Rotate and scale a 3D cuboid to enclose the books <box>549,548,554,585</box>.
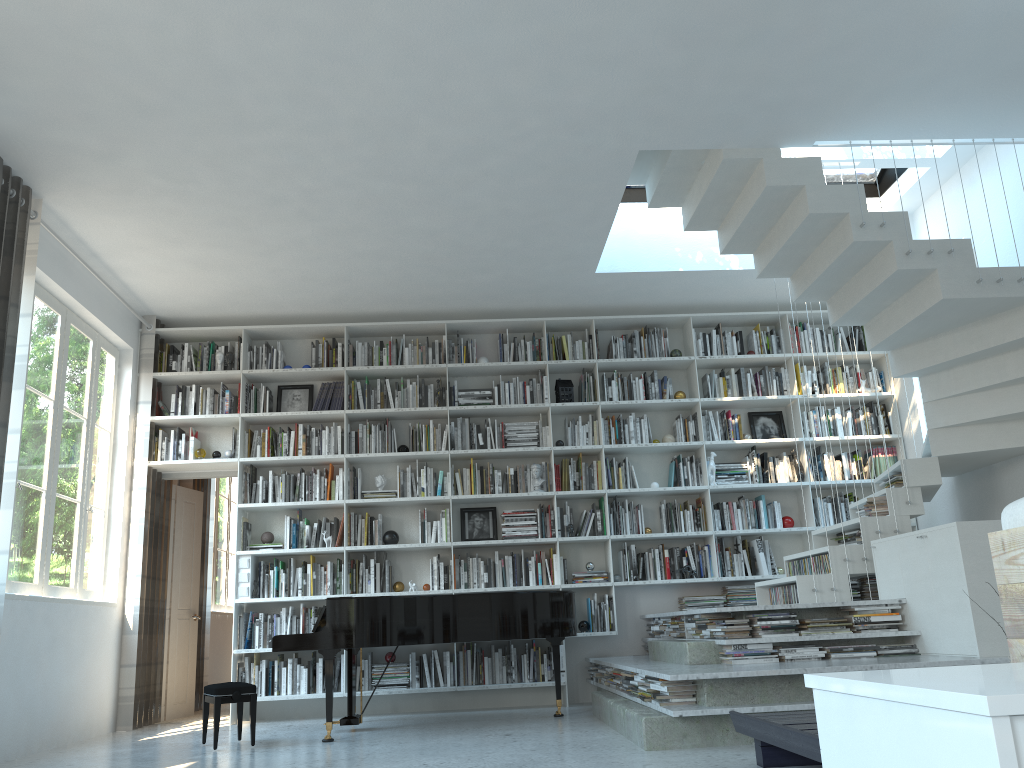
[{"bbox_3d":[0.323,1.489,7.195,0.011,0.299,0.149,-2,-15,-3],"label":"books"}]

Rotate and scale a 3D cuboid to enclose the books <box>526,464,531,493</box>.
[{"bbox_3d":[0.135,0.807,7.366,0.024,0.258,0.127,-2,-15,-3],"label":"books"}]

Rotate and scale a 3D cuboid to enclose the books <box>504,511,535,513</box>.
[{"bbox_3d":[0.055,1.061,7.290,0.254,0.012,0.161,-1,-16,-6],"label":"books"}]

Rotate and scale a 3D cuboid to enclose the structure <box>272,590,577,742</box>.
[{"bbox_3d":[-0.485,1.833,5.893,1.918,0.830,1.339,-2,-15,-3],"label":"structure"}]

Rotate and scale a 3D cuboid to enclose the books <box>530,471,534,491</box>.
[{"bbox_3d":[0.165,0.833,7.358,0.035,0.201,0.149,-2,-15,-3],"label":"books"}]

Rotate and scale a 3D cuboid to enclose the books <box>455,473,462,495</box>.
[{"bbox_3d":[-0.438,0.846,7.311,0.053,0.208,0.156,-2,-15,-3],"label":"books"}]

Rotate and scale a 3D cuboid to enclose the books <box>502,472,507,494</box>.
[{"bbox_3d":[-0.065,0.844,7.352,0.050,0.198,0.146,-2,-15,-3],"label":"books"}]

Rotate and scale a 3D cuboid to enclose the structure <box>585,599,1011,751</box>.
[{"bbox_3d":[1.984,1.762,5.723,2.899,0.657,3.122,-2,-16,-3],"label":"structure"}]

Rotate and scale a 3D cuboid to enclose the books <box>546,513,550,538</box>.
[{"bbox_3d":[0.291,1.178,7.280,0.021,0.216,0.132,-2,-15,-3],"label":"books"}]

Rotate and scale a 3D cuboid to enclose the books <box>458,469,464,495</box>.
[{"bbox_3d":[-0.421,0.832,7.328,0.042,0.241,0.162,-2,-15,-3],"label":"books"}]

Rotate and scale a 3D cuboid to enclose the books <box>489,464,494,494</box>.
[{"bbox_3d":[-0.170,0.807,7.328,0.028,0.267,0.190,-2,-15,-3],"label":"books"}]

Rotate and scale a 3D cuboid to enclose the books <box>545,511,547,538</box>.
[{"bbox_3d":[0.274,1.171,7.283,0.013,0.232,0.134,-2,-15,-3],"label":"books"}]

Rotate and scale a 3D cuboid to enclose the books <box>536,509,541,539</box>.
[{"bbox_3d":[0.216,1.159,7.269,0.012,0.253,0.161,-2,-15,-3],"label":"books"}]

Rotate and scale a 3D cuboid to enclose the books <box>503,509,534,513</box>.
[{"bbox_3d":[0.054,1.048,7.291,0.254,0.012,0.161,-3,-16,0],"label":"books"}]

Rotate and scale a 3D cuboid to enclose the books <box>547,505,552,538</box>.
[{"bbox_3d":[0.306,1.143,7.273,0.011,0.278,0.186,-2,-15,-3],"label":"books"}]

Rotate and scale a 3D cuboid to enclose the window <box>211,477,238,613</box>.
[{"bbox_3d":[-3.249,1.494,9.765,0.073,2.003,1.989,-2,-15,-3],"label":"window"}]

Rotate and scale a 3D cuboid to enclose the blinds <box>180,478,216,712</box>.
[{"bbox_3d":[-3.000,1.407,8.400,0.140,3.221,0.778,-2,-15,-3],"label":"blinds"}]

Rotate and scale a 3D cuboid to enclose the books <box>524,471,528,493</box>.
[{"bbox_3d":[0.113,0.835,7.364,0.022,0.206,0.114,-2,-15,-3],"label":"books"}]

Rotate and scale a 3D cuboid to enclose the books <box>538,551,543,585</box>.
[{"bbox_3d":[0.233,1.502,7.196,0.010,0.283,0.132,-2,-15,-3],"label":"books"}]

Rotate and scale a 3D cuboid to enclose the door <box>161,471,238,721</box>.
[{"bbox_3d":[-2.593,1.796,7.532,0.834,1.974,0.789,-2,-15,-3],"label":"door"}]

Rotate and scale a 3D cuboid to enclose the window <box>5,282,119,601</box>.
[{"bbox_3d":[-3.052,0.419,5.938,0.073,2.003,1.989,-2,-15,-3],"label":"window"}]

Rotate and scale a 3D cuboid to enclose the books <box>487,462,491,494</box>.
[{"bbox_3d":[-0.191,0.803,7.343,0.013,0.283,0.177,-2,-15,-3],"label":"books"}]

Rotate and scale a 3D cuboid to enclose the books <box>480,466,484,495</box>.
[{"bbox_3d":[-0.249,0.822,7.355,0.028,0.258,0.135,-2,-15,-3],"label":"books"}]

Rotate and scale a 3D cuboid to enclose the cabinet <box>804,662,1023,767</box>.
[{"bbox_3d":[0.663,0.608,1.079,0.380,0.485,0.504,-2,-15,-3],"label":"cabinet"}]

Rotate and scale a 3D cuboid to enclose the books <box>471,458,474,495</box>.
[{"bbox_3d":[-0.328,0.785,7.316,0.014,0.316,0.188,-2,-15,-3],"label":"books"}]

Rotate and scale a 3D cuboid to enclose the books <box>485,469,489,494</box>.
[{"bbox_3d":[-0.209,0.829,7.342,0.025,0.235,0.137,-2,-15,-3],"label":"books"}]

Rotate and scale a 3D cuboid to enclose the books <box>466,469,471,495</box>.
[{"bbox_3d":[-0.360,0.832,7.335,0.029,0.239,0.156,-2,-15,-3],"label":"books"}]

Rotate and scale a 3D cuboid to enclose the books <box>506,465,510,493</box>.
[{"bbox_3d":[-0.034,0.811,7.352,0.014,0.258,0.162,-2,-15,-3],"label":"books"}]

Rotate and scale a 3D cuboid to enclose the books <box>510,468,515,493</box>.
[{"bbox_3d":[-0.002,0.823,7.335,0.029,0.223,0.186,-2,-15,-3],"label":"books"}]

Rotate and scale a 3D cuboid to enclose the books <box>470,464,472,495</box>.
[{"bbox_3d":[-0.341,0.814,7.353,0.010,0.283,0.137,-2,-15,-3],"label":"books"}]

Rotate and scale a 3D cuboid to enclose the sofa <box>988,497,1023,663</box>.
[{"bbox_3d":[1.950,0.385,1.184,2.194,0.851,0.874,-2,-15,-3],"label":"sofa"}]

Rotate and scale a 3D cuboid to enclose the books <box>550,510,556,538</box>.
[{"bbox_3d":[0.330,1.163,7.258,0.034,0.228,0.200,-2,-15,-3],"label":"books"}]

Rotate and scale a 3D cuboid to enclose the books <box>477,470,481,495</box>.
[{"bbox_3d":[-0.274,0.836,7.344,0.024,0.228,0.148,-2,-15,-3],"label":"books"}]

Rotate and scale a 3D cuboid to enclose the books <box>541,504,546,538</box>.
[{"bbox_3d":[0.261,1.143,7.283,0.011,0.287,0.152,-2,-15,-3],"label":"books"}]

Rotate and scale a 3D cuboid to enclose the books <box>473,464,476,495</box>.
[{"bbox_3d":[-0.313,0.809,7.310,0.015,0.266,0.189,-2,-15,-3],"label":"books"}]

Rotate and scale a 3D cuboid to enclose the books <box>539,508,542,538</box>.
[{"bbox_3d":[0.228,1.155,7.267,0.011,0.260,0.185,-2,-15,-3],"label":"books"}]

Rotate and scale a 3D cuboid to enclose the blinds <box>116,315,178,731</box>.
[{"bbox_3d":[-2.941,1.088,7.264,0.140,3.221,0.778,-2,-15,-3],"label":"blinds"}]

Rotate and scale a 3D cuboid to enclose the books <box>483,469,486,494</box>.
[{"bbox_3d":[-0.227,0.831,7.333,0.012,0.227,0.170,-2,-15,-3],"label":"books"}]

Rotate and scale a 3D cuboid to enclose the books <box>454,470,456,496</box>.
[{"bbox_3d":[-0.472,0.841,7.337,0.011,0.234,0.142,-2,-15,-3],"label":"books"}]

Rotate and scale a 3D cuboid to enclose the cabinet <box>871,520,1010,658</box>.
[{"bbox_3d":[2.507,1.152,4.945,0.551,0.665,0.996,-2,-15,-3],"label":"cabinet"}]

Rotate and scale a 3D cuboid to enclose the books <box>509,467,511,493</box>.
[{"bbox_3d":[-0.022,0.822,7.346,0.010,0.233,0.175,-2,-15,-3],"label":"books"}]

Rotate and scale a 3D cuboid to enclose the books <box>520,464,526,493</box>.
[{"bbox_3d":[0.090,0.806,7.354,0.025,0.258,0.151,-2,-15,-3],"label":"books"}]

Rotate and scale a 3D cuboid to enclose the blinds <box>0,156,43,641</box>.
[{"bbox_3d":[-2.802,0.331,4.570,0.140,3.221,0.778,-2,-15,-3],"label":"blinds"}]

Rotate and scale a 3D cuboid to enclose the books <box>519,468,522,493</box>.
[{"bbox_3d":[0.065,0.826,7.367,0.025,0.229,0.143,-2,-15,-3],"label":"books"}]

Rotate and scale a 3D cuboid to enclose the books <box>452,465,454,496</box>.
[{"bbox_3d":[-0.484,0.819,7.344,0.010,0.281,0.140,-2,-15,-3],"label":"books"}]

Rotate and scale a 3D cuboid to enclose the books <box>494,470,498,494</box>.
[{"bbox_3d":[-0.132,0.834,7.337,0.024,0.216,0.176,-2,-15,-3],"label":"books"}]

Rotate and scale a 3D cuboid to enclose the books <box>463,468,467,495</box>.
[{"bbox_3d":[-0.388,0.831,7.340,0.026,0.247,0.139,-2,-15,-3],"label":"books"}]

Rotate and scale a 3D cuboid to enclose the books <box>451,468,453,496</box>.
[{"bbox_3d":[-0.494,0.830,7.330,0.012,0.253,0.161,-2,-15,-3],"label":"books"}]

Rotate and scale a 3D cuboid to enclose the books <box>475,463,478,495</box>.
[{"bbox_3d":[-0.291,0.806,7.327,0.010,0.280,0.171,-2,-15,-3],"label":"books"}]

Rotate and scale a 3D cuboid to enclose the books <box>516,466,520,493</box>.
[{"bbox_3d":[0.048,0.809,7.333,0.012,0.244,0.186,-2,-15,-3],"label":"books"}]

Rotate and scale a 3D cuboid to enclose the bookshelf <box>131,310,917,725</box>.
[{"bbox_3d":[0.133,1.002,7.247,6.296,3.132,0.331,-2,-15,-3],"label":"bookshelf"}]

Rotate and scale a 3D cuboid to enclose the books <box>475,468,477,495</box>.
[{"bbox_3d":[-0.301,0.828,7.339,0.010,0.244,0.150,-2,-15,-3],"label":"books"}]

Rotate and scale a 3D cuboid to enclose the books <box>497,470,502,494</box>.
[{"bbox_3d":[-0.105,0.834,7.340,0.030,0.214,0.169,-2,-15,-3],"label":"books"}]

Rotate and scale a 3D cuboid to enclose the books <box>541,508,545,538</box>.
[{"bbox_3d":[0.250,1.159,7.279,0.013,0.255,0.163,-2,-15,-3],"label":"books"}]

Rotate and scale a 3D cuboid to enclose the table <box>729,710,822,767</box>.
[{"bbox_3d":[1.566,1.266,3.074,1.270,0.217,1.261,-2,-16,-3],"label":"table"}]

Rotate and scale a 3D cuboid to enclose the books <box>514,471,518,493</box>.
[{"bbox_3d":[0.028,0.834,7.336,0.029,0.200,0.179,-2,-15,-3],"label":"books"}]

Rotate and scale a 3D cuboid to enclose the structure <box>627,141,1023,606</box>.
[{"bbox_3d":[2.060,0.024,5.798,2.613,3.371,1.960,-2,-15,-3],"label":"structure"}]

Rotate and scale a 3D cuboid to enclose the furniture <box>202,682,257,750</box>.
[{"bbox_3d":[-1.683,1.957,5.269,0.240,0.352,0.468,5,-17,-27],"label":"furniture"}]

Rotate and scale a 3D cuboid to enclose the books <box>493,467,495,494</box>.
[{"bbox_3d":[-0.151,0.821,7.353,0.011,0.251,0.131,-2,-15,-3],"label":"books"}]
